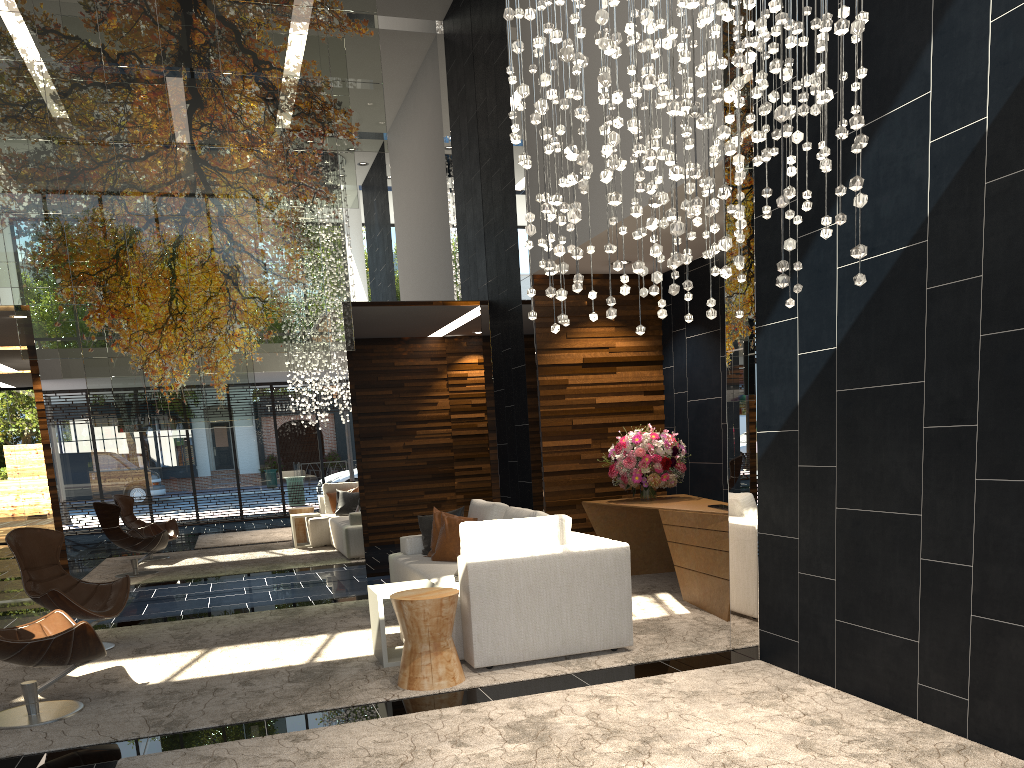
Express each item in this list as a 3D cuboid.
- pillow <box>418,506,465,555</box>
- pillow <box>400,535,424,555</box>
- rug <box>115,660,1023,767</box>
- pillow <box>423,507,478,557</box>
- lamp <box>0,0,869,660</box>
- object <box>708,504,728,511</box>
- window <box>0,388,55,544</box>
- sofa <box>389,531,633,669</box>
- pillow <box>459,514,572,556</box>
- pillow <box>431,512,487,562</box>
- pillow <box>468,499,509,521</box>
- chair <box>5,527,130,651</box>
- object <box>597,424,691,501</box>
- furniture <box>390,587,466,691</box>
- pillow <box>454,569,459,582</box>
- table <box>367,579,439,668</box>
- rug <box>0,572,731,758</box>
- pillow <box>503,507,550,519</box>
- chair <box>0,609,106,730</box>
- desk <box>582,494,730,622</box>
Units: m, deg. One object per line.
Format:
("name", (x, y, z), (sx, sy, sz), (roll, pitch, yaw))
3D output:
("pillow", (-0.591, 1.238, 7.260), (0.555, 0.425, 0.248), (-3, 6, 30))
("pillow", (-0.661, 1.384, 7.543), (0.619, 0.155, 0.237), (-2, 0, -23))
("rug", (0.171, 1.572, 3.386), (3.398, 0.006, 2.315), (-2, -4, -18))
("pillow", (-0.502, 1.217, 7.063), (0.549, 0.440, 0.237), (-2, 6, 37))
("lamp", (-6.104, -46.440, 0.782), (399.672, 116.535, 393.049), (-4, -3, 8))
("object", (1.664, 0.914, 6.298), (0.240, 0.027, 0.702), (-3, -4, -8))
("window", (-9.546, 1.547, 15.846), (3.935, 2.912, 0.058), (-4, 9, -17))
("sofa", (-0.301, 1.445, 6.431), (1.283, 0.695, 2.824), (-3, -3, -18))
("pillow", (0.024, 1.057, 5.362), (0.708, 0.471, 0.213), (-4, 7, -16))
("pillow", (-0.442, 1.224, 6.853), (0.519, 0.422, 0.263), (-2, 5, 42))
("pillow", (-0.224, 1.178, 7.035), (0.246, 0.460, 0.712), (-6, 1, -19))
("chair", (-3.219, 1.488, 6.207), (0.790, 0.952, 0.658), (-3, 5, 10))
("object", (1.186, 0.686, 7.576), (0.684, 0.692, 0.653), (-5, 4, -27))
("furniture", (-0.477, 1.446, 4.911), (0.393, 0.533, 0.382), (-2, 5, 17))
("pillow", (-0.184, 1.163, 5.902), (0.299, 0.372, 0.496), (-1, 2, 32))
("table", (-0.675, 1.523, 5.519), (0.398, 0.477, 0.394), (-5, 4, -18))
("rug", (-0.734, 1.814, 6.285), (5.869, 0.006, 3.184), (-2, -4, -18))
("pillow", (0.053, 1.114, 6.190), (0.288, 0.444, 0.711), (-5, 1, -18))
("chair", (-2.620, 1.351, 4.640), (0.673, 0.951, 0.772), (1, 6, 40))
("desk", (1.474, 1.356, 7.091), (0.984, 0.762, 2.222), (-4, -2, -18))
